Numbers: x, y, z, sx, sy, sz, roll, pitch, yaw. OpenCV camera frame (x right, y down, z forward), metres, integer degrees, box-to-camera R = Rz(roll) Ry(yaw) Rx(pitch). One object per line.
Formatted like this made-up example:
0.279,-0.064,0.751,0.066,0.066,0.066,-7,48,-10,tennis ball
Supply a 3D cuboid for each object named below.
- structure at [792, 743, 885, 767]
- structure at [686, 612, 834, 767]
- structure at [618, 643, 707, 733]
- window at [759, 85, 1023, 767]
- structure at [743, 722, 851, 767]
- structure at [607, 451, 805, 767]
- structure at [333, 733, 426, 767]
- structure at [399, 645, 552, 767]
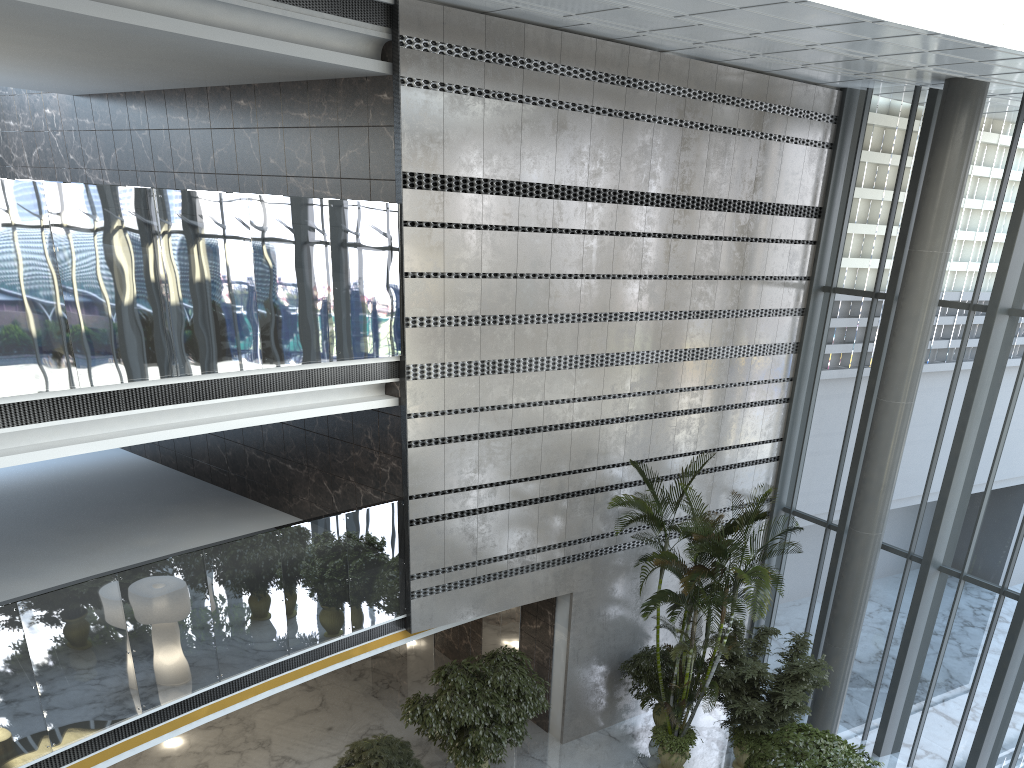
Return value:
3.679,5.128,10.054,1.381,2.169,1.122,-1,21,-8,structure
3.494,4.501,12.191,1.745,2.531,1.806,18,25,37,structure
2.280,4.670,13.075,1.385,1.706,1.034,5,20,7,structure
0.672,1.393,5.493,18.660,11.118,12.329,-2,17,-20,window
3.644,5.134,10.978,1.391,1.777,1.496,11,20,22,structure
2.380,3.281,11.462,2.438,5.132,2.288,-9,24,-26,structure
-1.674,5.008,10.779,1.171,1.466,1.087,-5,20,-21,structure
-0.463,4.573,11.523,2.025,2.181,1.478,1,19,-4,structure
